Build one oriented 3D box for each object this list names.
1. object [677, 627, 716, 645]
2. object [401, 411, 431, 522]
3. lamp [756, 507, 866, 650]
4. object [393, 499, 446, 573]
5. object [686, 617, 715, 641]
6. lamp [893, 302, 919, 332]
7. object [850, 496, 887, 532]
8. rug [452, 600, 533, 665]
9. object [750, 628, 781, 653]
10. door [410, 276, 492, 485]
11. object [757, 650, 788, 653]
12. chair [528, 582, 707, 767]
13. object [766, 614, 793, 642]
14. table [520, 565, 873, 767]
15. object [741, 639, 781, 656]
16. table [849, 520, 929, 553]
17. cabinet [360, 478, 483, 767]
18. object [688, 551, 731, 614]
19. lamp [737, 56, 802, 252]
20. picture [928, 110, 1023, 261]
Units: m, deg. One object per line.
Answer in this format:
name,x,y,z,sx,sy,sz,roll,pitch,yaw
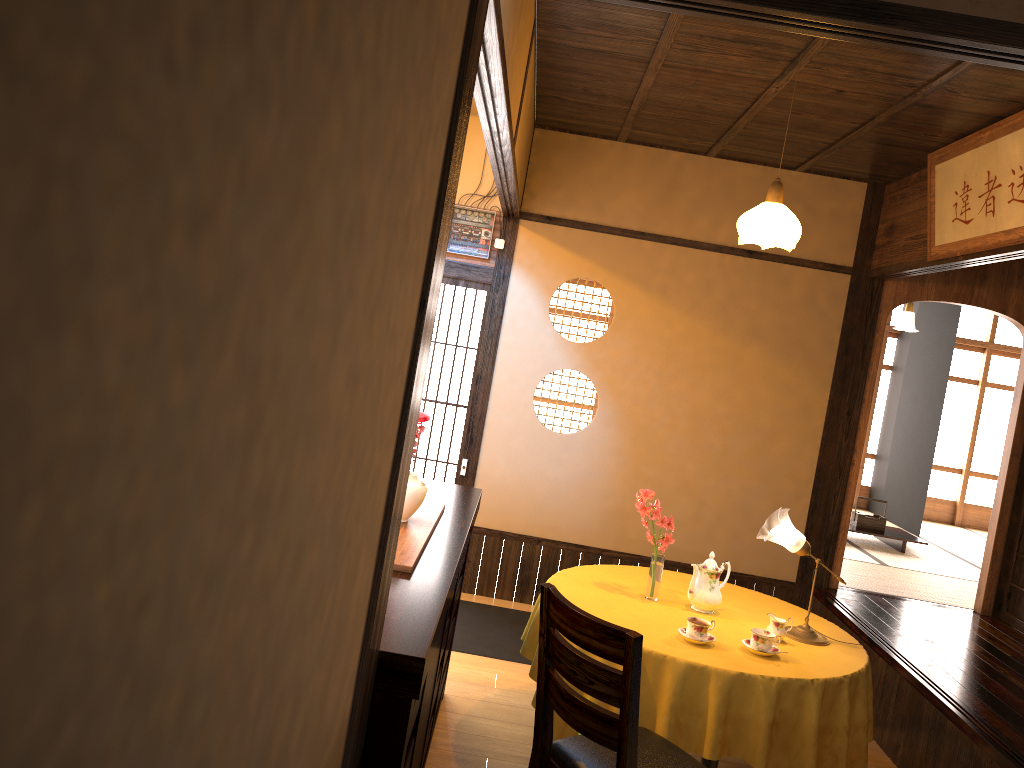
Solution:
object,0.685,0.945,3.302,0.144,0.024,0.144,7,4,-39
object,-0.369,0.290,3.198,0.189,0.377,0.321,10,2,10
lamp,1.177,1.119,3.604,0.512,1.202,0.198,10,2,1
object,-0.411,0.491,3.073,0.267,0.020,0.998,10,3,1
object,0.694,0.914,3.299,0.099,0.076,0.090,11,3,26
lamp,3.515,-0.856,7.757,0.197,0.798,0.225,10,2,9
object,3.149,1.135,7.802,0.260,0.258,0.150,10,2,1
rug,0.311,1.494,5.124,2.955,0.005,0.902,10,3,1
object,0.930,0.955,3.292,0.090,0.076,0.099,9,3,-14
door,-1.602,0.114,5.804,2.648,1.999,0.066,10,2,1
object,0.950,0.984,3.252,0.126,0.019,0.029,10,3,5
chair,0.343,1.150,2.734,0.576,0.959,0.492,8,2,-34
object,1.046,0.959,3.492,0.083,0.098,0.078,8,3,-30
table,0.733,1.295,3.701,1.444,0.695,1.444,10,3,1
object,0.923,0.986,3.297,0.144,0.024,0.144,7,4,-39
table,2.932,1.288,7.810,1.200,0.118,0.601,10,3,1
cabinet,-0.486,0.982,3.055,0.489,0.970,2.188,10,3,1
object,0.829,0.829,3.737,0.164,0.252,0.154,10,2,14
lamp,1.119,-0.965,3.660,0.250,0.809,0.276,10,2,23
picture,2.212,-0.891,3.735,0.117,0.564,2.046,10,3,1
